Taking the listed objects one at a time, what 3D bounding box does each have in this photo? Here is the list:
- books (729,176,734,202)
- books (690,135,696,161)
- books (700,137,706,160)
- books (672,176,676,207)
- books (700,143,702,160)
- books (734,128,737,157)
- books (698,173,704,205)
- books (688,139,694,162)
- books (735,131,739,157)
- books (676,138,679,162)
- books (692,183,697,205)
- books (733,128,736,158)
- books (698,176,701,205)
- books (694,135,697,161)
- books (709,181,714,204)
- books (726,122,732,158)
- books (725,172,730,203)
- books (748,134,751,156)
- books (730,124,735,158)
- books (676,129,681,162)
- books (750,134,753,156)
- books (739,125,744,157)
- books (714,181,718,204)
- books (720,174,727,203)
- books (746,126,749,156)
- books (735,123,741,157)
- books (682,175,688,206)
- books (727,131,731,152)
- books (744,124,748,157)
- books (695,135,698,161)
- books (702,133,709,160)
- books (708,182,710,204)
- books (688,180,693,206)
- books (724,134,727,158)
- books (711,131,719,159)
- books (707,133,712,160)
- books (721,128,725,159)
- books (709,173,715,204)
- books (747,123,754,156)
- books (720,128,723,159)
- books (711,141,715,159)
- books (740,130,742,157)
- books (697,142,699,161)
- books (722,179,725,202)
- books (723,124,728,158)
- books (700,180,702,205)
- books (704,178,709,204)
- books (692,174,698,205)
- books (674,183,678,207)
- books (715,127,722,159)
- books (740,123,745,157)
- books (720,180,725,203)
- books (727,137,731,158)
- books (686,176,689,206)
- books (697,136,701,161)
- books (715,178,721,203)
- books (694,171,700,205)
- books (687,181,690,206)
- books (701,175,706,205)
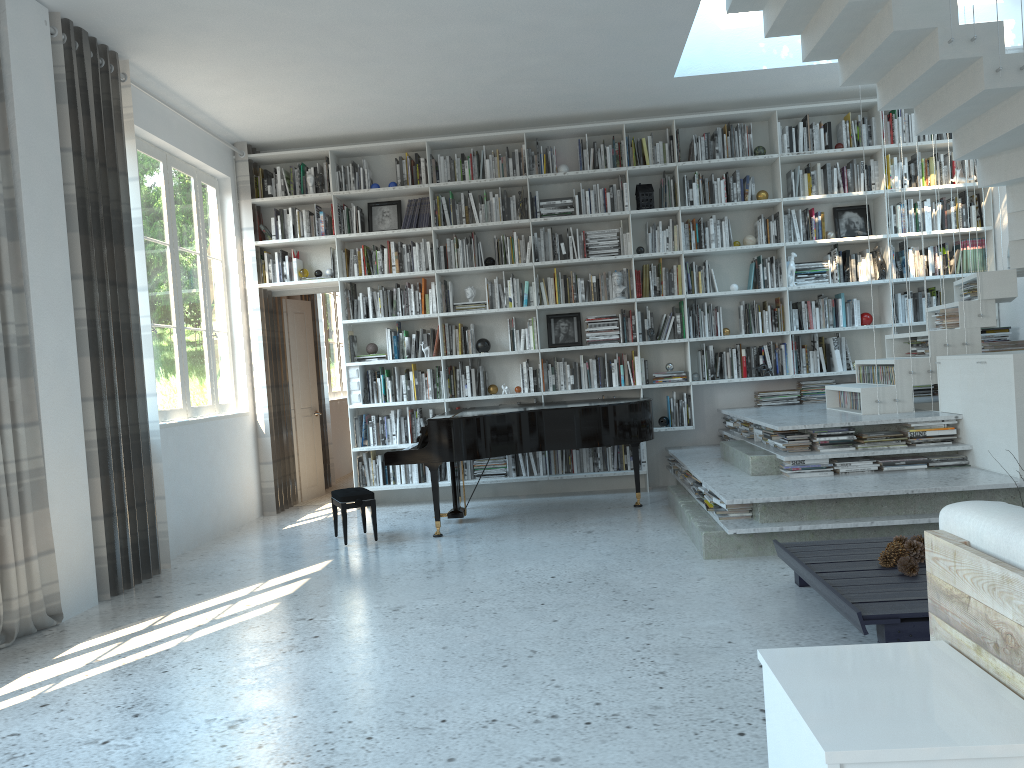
[{"bbox_3d":[1.863,-1.637,7.577,0.030,0.238,0.185,-4,1,4],"label":"books"},{"bbox_3d":[1.551,-1.986,7.588,0.009,0.244,0.173,-4,1,4],"label":"books"},{"bbox_3d":[1.625,-1.982,7.592,0.028,0.226,0.163,-4,1,4],"label":"books"},{"bbox_3d":[1.391,-1.633,7.629,0.005,0.292,0.130,-4,1,4],"label":"books"},{"bbox_3d":[1.607,-1.971,7.608,0.009,0.206,0.146,-4,1,4],"label":"books"},{"bbox_3d":[1.895,-2.026,7.573,0.008,0.275,0.163,-4,1,4],"label":"books"},{"bbox_3d":[1.621,-1.649,7.610,0.021,0.296,0.138,-4,1,4],"label":"books"},{"bbox_3d":[1.525,-1.964,7.584,0.046,0.206,0.183,-4,1,4],"label":"books"},{"bbox_3d":[1.912,-2.015,7.571,0.024,0.252,0.149,-4,1,4],"label":"books"},{"bbox_3d":[1.403,-1.968,7.596,0.033,0.229,0.175,-4,1,4],"label":"books"},{"bbox_3d":[1.554,-1.600,7.590,0.026,0.208,0.181,-4,1,4],"label":"books"},{"bbox_3d":[1.885,-2.028,7.577,0.012,0.280,0.144,-4,1,4],"label":"books"},{"bbox_3d":[1.596,-1.633,7.597,0.010,0.269,0.166,-4,1,4],"label":"books"},{"bbox_3d":[1.562,-1.987,7.596,0.011,0.244,0.172,-4,1,4],"label":"books"},{"bbox_3d":[1.701,-1.618,7.610,0.028,0.223,0.142,-4,1,4],"label":"books"},{"bbox_3d":[1.852,-2.050,7.568,0.007,0.329,0.183,-4,1,4],"label":"books"},{"bbox_3d":[1.841,-1.659,7.596,0.012,0.285,0.159,-4,1,4],"label":"books"},{"bbox_3d":[2.008,-2.003,7.564,0.018,0.214,0.157,-4,1,4],"label":"books"},{"bbox_3d":[1.863,-2.035,7.551,0.015,0.299,0.183,-4,1,4],"label":"books"},{"bbox_3d":[1.420,-2.007,7.585,0.019,0.304,0.175,-4,1,4],"label":"books"},{"bbox_3d":[2.023,-2.001,7.554,0.014,0.209,0.188,-4,1,4],"label":"books"},{"bbox_3d":[1.952,-2.042,7.571,0.019,0.299,0.137,-4,1,4],"label":"books"},{"bbox_3d":[1.740,-1.617,7.603,0.025,0.216,0.144,-4,1,4],"label":"books"},{"bbox_3d":[1.810,-1.646,7.586,0.012,0.265,0.156,-4,1,4],"label":"books"},{"bbox_3d":[1.992,-2.034,7.551,0.008,0.279,0.180,-4,1,4],"label":"books"},{"bbox_3d":[1.925,-2.044,7.561,0.008,0.307,0.182,-4,1,4],"label":"books"},{"bbox_3d":[1.485,-1.634,7.604,0.012,0.285,0.159,-4,1,4],"label":"books"},{"bbox_3d":[1.847,-2.010,7.570,0.008,0.251,0.170,-4,1,4],"label":"books"},{"bbox_3d":[1.981,-2.043,7.558,0.013,0.297,0.188,-4,1,4],"label":"books"},{"bbox_3d":[1.573,-1.993,7.604,0.012,0.255,0.133,-4,1,4],"label":"books"},{"bbox_3d":[1.653,-1.999,7.589,0.030,0.255,0.161,-4,1,4],"label":"books"},{"bbox_3d":[1.680,-1.613,7.608,0.014,0.215,0.132,-4,1,4],"label":"books"},{"bbox_3d":[1.528,-1.616,7.610,0.026,0.243,0.148,-4,1,4],"label":"books"},{"bbox_3d":[1.811,-1.998,7.568,0.018,0.231,0.160,-4,1,4],"label":"books"},{"bbox_3d":[1.733,-2.006,7.562,0.028,0.258,0.184,-4,1,4],"label":"books"},{"bbox_3d":[1.679,-2.001,7.589,0.021,0.256,0.168,-4,1,4],"label":"books"},{"bbox_3d":[1.798,-2.024,7.587,0.007,0.285,0.159,-4,1,4],"label":"books"},{"bbox_3d":[1.719,-1.650,7.605,0.013,0.284,0.154,-4,1,4],"label":"books"},{"bbox_3d":[2.030,-2.051,7.553,0.006,0.306,0.163,-4,1,4],"label":"books"},{"bbox_3d":[1.780,-2.028,7.594,0.017,0.295,0.139,-4,1,4],"label":"books"},{"bbox_3d":[1.709,-1.971,7.606,0.031,0.190,0.132,-4,1,4],"label":"books"},{"bbox_3d":[1.938,-2.020,7.567,0.014,0.258,0.149,-4,1,4],"label":"books"},{"bbox_3d":[1.586,-1.958,7.595,0.009,0.183,0.160,-4,1,4],"label":"books"},{"bbox_3d":[1.800,-1.624,7.586,0.011,0.222,0.159,-4,1,4],"label":"books"},{"bbox_3d":[1.820,-2.039,7.572,0.006,0.312,0.179,-4,1,4],"label":"books"},{"bbox_3d":[1.608,-1.618,7.605,0.012,0.236,0.165,-4,1,4],"label":"books"},{"bbox_3d":[1.658,-1.624,7.591,0.027,0.241,0.160,-4,1,4],"label":"books"},{"bbox_3d":[1.571,-1.639,7.605,0.011,0.283,0.172,-4,1,4],"label":"books"},{"bbox_3d":[1.398,-1.593,7.596,0.008,0.214,0.223,-4,1,4],"label":"books"},{"bbox_3d":[1.759,-2.025,7.583,0.024,0.292,0.167,-4,1,4],"label":"books"},{"bbox_3d":[1.965,-2.054,7.587,0.008,0.321,0.133,-4,2,4],"label":"books"},{"bbox_3d":[1.784,-1.616,7.573,0.021,0.209,0.180,-4,1,4],"label":"books"},{"bbox_3d":[1.835,-1.984,7.557,0.018,0.201,0.188,-4,1,4],"label":"books"},{"bbox_3d":[1.498,-1.633,7.623,0.011,0.280,0.133,-4,1,4],"label":"books"},{"bbox_3d":[1.594,-1.982,7.581,0.013,0.229,0.173,-4,1,4],"label":"books"},{"bbox_3d":[1.762,-1.629,7.589,0.023,0.237,0.149,-4,1,4],"label":"books"},{"bbox_3d":[1.583,-1.652,7.598,0.014,0.307,0.152,-4,1,4],"label":"books"},{"bbox_3d":[1.510,-1.613,7.617,0.012,0.240,0.138,-4,1,4],"label":"books"},{"bbox_3d":[1.639,-1.641,7.615,0.012,0.276,0.133,-4,1,4],"label":"books"}]
